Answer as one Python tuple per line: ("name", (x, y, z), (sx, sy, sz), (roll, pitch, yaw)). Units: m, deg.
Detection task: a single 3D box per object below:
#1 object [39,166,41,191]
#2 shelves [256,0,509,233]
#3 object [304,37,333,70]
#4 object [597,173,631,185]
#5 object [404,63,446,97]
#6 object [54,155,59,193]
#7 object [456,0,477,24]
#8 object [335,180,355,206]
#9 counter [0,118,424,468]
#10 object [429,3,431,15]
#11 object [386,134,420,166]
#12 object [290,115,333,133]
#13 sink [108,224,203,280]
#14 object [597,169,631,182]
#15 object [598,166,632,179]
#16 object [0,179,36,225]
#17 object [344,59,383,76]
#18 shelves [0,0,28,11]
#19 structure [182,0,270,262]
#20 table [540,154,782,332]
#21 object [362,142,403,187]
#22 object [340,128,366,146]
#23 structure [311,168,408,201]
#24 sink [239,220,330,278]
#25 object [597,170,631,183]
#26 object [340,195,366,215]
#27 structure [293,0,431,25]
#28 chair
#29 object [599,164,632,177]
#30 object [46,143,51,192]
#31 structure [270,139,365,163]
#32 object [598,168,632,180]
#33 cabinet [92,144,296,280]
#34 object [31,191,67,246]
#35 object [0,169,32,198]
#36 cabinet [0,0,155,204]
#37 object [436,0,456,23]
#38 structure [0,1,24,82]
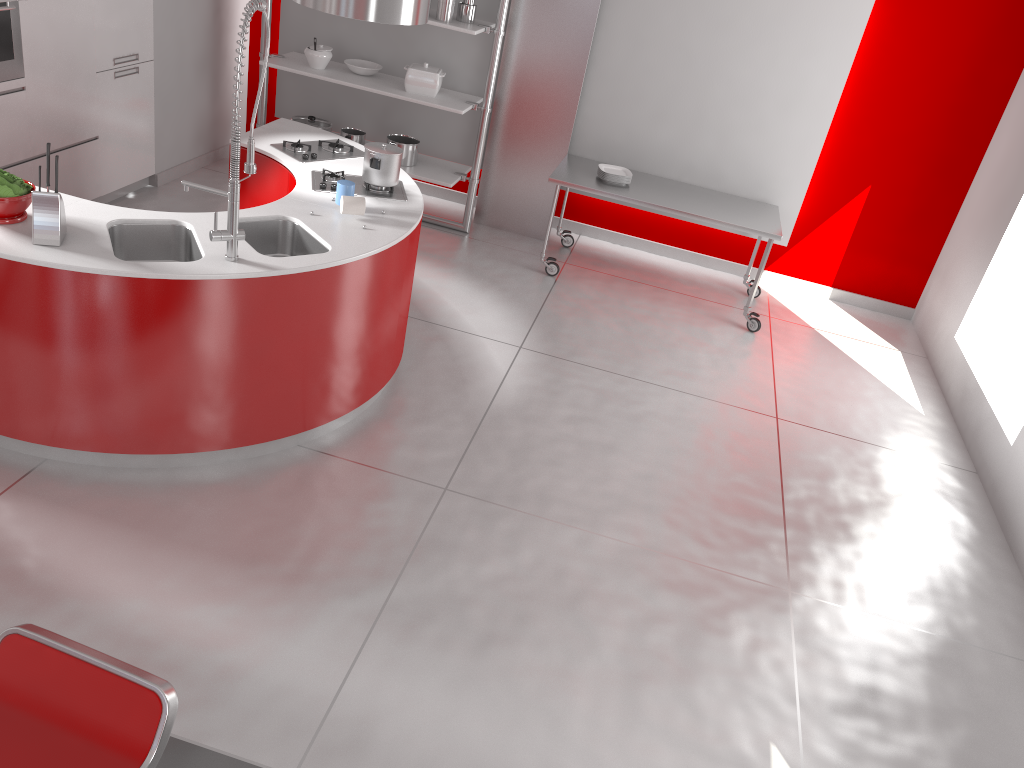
("object", (-1.681, -0.672, 3.159), (0.009, 0.197, 0.091), (1, 31, -19))
("shelves", (-0.902, -2.465, 6.063), (1.735, 2.599, 0.535), (16, 29, 6))
("object", (-1.349, -2.313, 6.182), (0.192, 0.214, 0.192), (9, 29, -5))
("object", (0.690, -1.398, 6.040), (0.228, 0.020, 0.228), (7, 29, -10))
("object", (-0.609, -2.125, 6.152), (0.282, 0.197, 0.235), (11, 29, -2))
("object", (-1.630, -0.668, 3.176), (0.012, 0.279, 0.130), (1, 31, -19))
("object", (-0.301, -2.508, 5.931), (0.127, 0.157, 0.127), (21, 30, 15))
("object", (-0.760, -0.873, 4.036), (0.080, 0.100, 0.109), (2, 31, -17))
("counter", (-1.673, -0.462, 4.015), (2.865, 0.880, 1.868), (-17, 40, -41))
("object", (-0.572, -2.591, 5.799), (0.109, 0.329, 0.110), (15, 29, 4))
("object", (-0.792, -1.685, 6.392), (0.240, 0.161, 0.259), (7, 29, -9))
("object", (-1.502, -1.893, 6.520), (0.308, 0.130, 0.407), (19, 30, 13))
("sink", (-1.382, -0.461, 3.436), (0.326, 0.172, 0.428), (-5, 33, -27))
("object", (0.693, -1.416, 6.030), (0.228, 0.020, 0.228), (7, 29, -10))
("object", (0.697, -1.433, 6.020), (0.228, 0.020, 0.228), (7, 29, -10))
("object", (-1.887, -0.673, 3.280), (0.229, 0.118, 0.228), (1, 31, -19))
("object", (-1.062, -2.243, 6.314), (0.272, 0.072, 0.272), (-3, 32, -25))
("shelves", (-2.122, -1.795, 2.795), (0.934, 1.023, 0.462), (16, 29, 6))
("structure", (-1.006, -0.901, 3.187), (0.308, 0.920, 0.178), (-10, 36, -34))
("table", (1.030, -1.006, 6.201), (1.627, 0.682, 0.749), (16, 29, 7))
("object", (-0.632, -1.075, 4.318), (0.189, 0.185, 0.218), (-4, 33, -26))
("object", (-1.160, -1.777, 6.455), (0.182, 0.122, 0.196), (-6, 34, -30))
("structure", (-0.748, -0.988, 4.348), (0.457, 0.037, 0.303), (3, 30, -15))
("sink", (-0.975, -0.521, 3.697), (0.326, 0.172, 0.428), (-13, 38, -37))
("object", (0.692, -1.407, 6.035), (0.228, 0.020, 0.228), (7, 29, -10))
("object", (-0.709, -0.798, 3.941), (0.100, 0.080, 0.109), (1, 31, -20))
("structure", (-0.631, -2.177, 3.963), (0.644, 0.958, 0.644), (-1, 32, -23))
("chair", (-0.968, 0.979, 1.770), (0.418, 0.857, 0.460), (18, 30, 10))
("object", (0.699, -1.442, 6.015), (0.228, 0.020, 0.228), (7, 29, -10))
("object", (-1.655, -0.687, 3.167), (0.014, 0.322, 0.150), (1, 31, -19))
("structure", (-1.014, -1.259, 4.724), (0.303, 0.037, 0.457), (32, 35, 32))
("object", (0.695, -1.424, 6.025), (0.228, 0.020, 0.228), (7, 29, -10))
("cabinet", (-1.916, -0.580, 4.066), (1.875, 0.761, 1.025), (-8, 35, -32))
("object", (-1.664, -0.608, 3.181), (0.091, 0.178, 0.137), (2, 31, -17))
("object", (-1.867, -0.717, 3.253), (0.198, 0.182, 0.193), (18, 30, 11))
("cabinet", (-2.881, -1.802, 4.737), (0.614, 2.026, 2.398), (16, 29, 6))
("object", (-0.421, -2.499, 5.751), (0.115, 0.274, 0.115), (12, 29, 0))
("structure", (-2.608, -1.758, 4.343), (0.050, 0.589, 0.599), (16, 29, 6))
